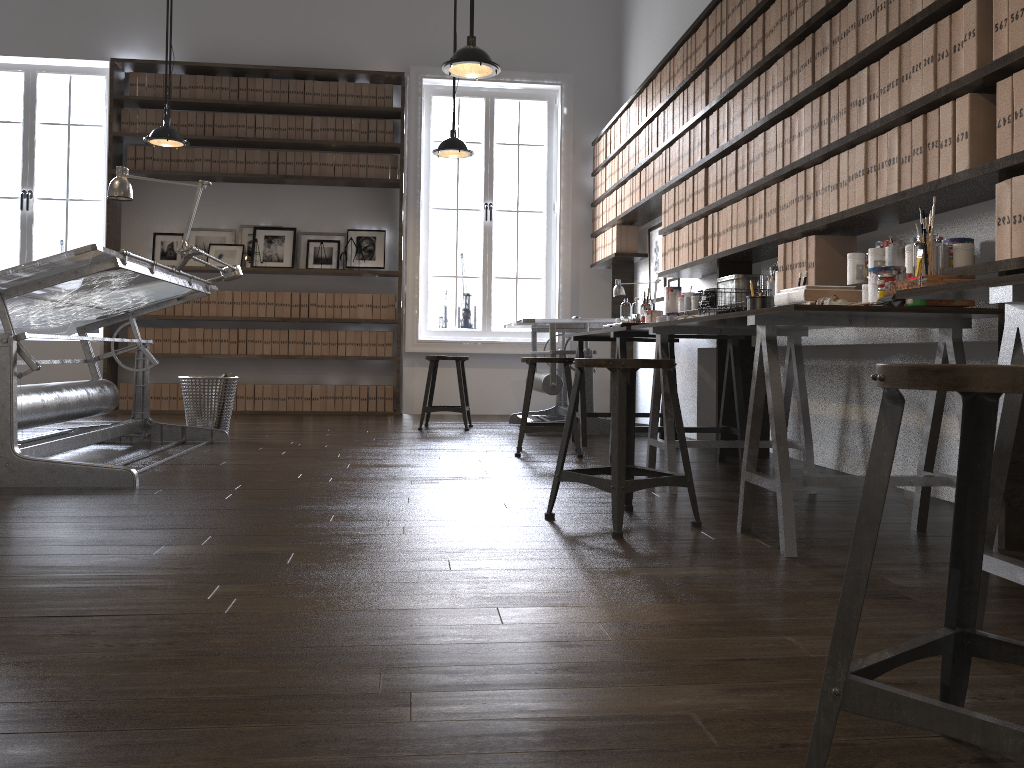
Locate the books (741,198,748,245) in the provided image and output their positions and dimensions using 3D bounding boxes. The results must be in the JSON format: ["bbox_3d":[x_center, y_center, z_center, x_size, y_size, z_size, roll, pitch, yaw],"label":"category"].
[{"bbox_3d":[1.200,-0.778,4.266,0.174,0.226,0.067,1,-1,-6],"label":"books"}]

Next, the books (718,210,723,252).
[{"bbox_3d":[1.169,-0.789,4.606,0.174,0.226,0.066,1,-1,-6],"label":"books"}]

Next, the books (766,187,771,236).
[{"bbox_3d":[1.238,-0.769,3.988,0.174,0.226,0.066,1,-1,-6],"label":"books"}]

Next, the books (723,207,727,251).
[{"bbox_3d":[1.175,-0.787,4.537,0.174,0.226,0.066,1,-1,-6],"label":"books"}]

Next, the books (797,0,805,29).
[{"bbox_3d":[1.280,-1.575,3.682,0.174,0.226,0.067,1,-1,-6],"label":"books"}]

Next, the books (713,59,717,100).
[{"bbox_3d":[1.166,-1.609,4.725,0.174,0.226,0.066,1,-1,-6],"label":"books"}]

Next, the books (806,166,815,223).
[{"bbox_3d":[1.282,-0.756,3.568,0.174,0.226,0.066,1,-1,-6],"label":"books"}]

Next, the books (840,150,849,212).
[{"bbox_3d":[1.313,-0.746,3.287,0.174,0.226,0.066,1,-1,-6],"label":"books"}]

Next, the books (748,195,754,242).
[{"bbox_3d":[1.213,-0.776,4.199,0.174,0.226,0.066,1,-1,-6],"label":"books"}]

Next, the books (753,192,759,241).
[{"bbox_3d":[1.221,-0.774,4.129,0.174,0.226,0.066,1,-1,-6],"label":"books"}]

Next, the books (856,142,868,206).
[{"bbox_3d":[1.325,-0.742,3.158,0.174,0.226,0.067,1,-1,-6],"label":"books"}]

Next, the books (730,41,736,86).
[{"bbox_3d":[1.192,-1.600,4.454,0.174,0.226,0.067,1,-1,-6],"label":"books"}]

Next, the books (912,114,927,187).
[{"bbox_3d":[1.366,-0.731,2.805,0.174,0.226,0.067,1,-1,-6],"label":"books"}]

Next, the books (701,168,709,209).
[{"bbox_3d":[1.135,-1.069,4.881,0.174,0.226,0.067,1,-1,-6],"label":"books"}]

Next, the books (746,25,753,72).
[{"bbox_3d":[1.217,-1.594,4.246,0.174,0.226,0.066,1,-1,-6],"label":"books"}]

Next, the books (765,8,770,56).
[{"bbox_3d":[1.246,-1.586,4.028,0.174,0.226,0.066,1,-1,-6],"label":"books"}]

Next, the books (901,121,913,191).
[{"bbox_3d":[1.363,-0.733,2.880,0.174,0.226,0.066,1,-1,-6],"label":"books"}]

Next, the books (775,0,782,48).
[{"bbox_3d":[1.254,-1.582,3.899,0.174,0.226,0.067,1,-1,-6],"label":"books"}]

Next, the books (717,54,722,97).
[{"bbox_3d":[1.170,-1.607,4.655,0.174,0.226,0.067,1,-1,-6],"label":"books"}]

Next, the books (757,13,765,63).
[{"bbox_3d":[1.232,-1.589,4.101,0.174,0.226,0.067,1,-1,-6],"label":"books"}]

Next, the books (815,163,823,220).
[{"bbox_3d":[1.293,-0.753,3.499,0.174,0.226,0.066,1,-1,-6],"label":"books"}]

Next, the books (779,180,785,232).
[{"bbox_3d":[1.254,-0.764,3.840,0.174,0.226,0.066,1,-1,-6],"label":"books"}]

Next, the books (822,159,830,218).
[{"bbox_3d":[1.299,-0.751,3.429,0.174,0.226,0.066,1,-1,-6],"label":"books"}]

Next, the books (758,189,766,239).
[{"bbox_3d":[1.225,-0.771,4.058,0.174,0.226,0.066,1,-1,-6],"label":"books"}]

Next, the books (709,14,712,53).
[{"bbox_3d":[1.161,-1.889,4.803,0.174,0.226,0.066,1,-1,-6],"label":"books"}]

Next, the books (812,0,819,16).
[{"bbox_3d":[1.299,-1.571,3.547,0.174,0.226,0.066,1,-1,-6],"label":"books"}]

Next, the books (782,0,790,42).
[{"bbox_3d":[1.262,-1.580,3.827,0.174,0.226,0.066,1,-1,-6],"label":"books"}]

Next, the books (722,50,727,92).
[{"bbox_3d":[1.180,-1.604,4.583,0.174,0.226,0.066,1,-1,-6],"label":"books"}]

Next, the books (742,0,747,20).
[{"bbox_3d":[1.215,-1.873,4.316,0.174,0.226,0.066,1,-1,-6],"label":"books"}]

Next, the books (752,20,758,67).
[{"bbox_3d":[1.230,-1.591,4.176,0.174,0.226,0.066,1,-1,-6],"label":"books"}]

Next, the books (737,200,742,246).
[{"bbox_3d":[1.197,-0.780,4.332,0.174,0.226,0.066,1,-1,-6],"label":"books"}]

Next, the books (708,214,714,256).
[{"bbox_3d":[1.145,-0.794,4.747,0.174,0.226,0.066,1,-1,-6],"label":"books"}]

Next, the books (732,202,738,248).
[{"bbox_3d":[1.189,-0.782,4.395,0.174,0.226,0.066,1,-1,-6],"label":"books"}]

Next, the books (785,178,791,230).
[{"bbox_3d":[1.259,-0.762,3.774,0.174,0.226,0.066,1,-1,-6],"label":"books"}]

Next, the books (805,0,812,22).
[{"bbox_3d":[1.290,-1.573,3.610,0.174,0.226,0.066,1,-1,-6],"label":"books"}]

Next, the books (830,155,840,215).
[{"bbox_3d":[1.303,-0.749,3.359,0.174,0.226,0.067,1,-1,-6],"label":"books"}]

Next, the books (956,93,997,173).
[{"bbox_3d":[1.393,-0.723,2.579,0.174,0.226,0.066,1,-1,-6],"label":"books"}]

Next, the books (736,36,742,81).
[{"bbox_3d":[1.205,-1.598,4.387,0.174,0.226,0.066,1,-1,-6],"label":"books"}]

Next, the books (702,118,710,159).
[{"bbox_3d":[1.145,-1.346,4.890,0.174,0.226,0.066,1,-1,-6],"label":"books"}]

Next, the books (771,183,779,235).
[{"bbox_3d":[1.241,-0.767,3.913,0.174,0.226,0.067,1,-1,-6],"label":"books"}]

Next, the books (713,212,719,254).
[{"bbox_3d":[1.157,-0.792,4.675,0.174,0.226,0.066,1,-1,-6],"label":"books"}]

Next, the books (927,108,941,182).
[{"bbox_3d":[1.379,-0.728,2.732,0.174,0.226,0.066,1,-1,-6],"label":"books"}]

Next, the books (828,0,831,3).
[{"bbox_3d":[1.316,-1.566,3.412,0.174,0.226,0.066,1,-1,-6],"label":"books"}]

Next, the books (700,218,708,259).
[{"bbox_3d":[1.132,-0.798,4.879,0.174,0.226,0.067,1,-1,-6],"label":"books"}]

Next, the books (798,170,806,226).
[{"bbox_3d":[1.270,-0.758,3.639,0.174,0.226,0.066,1,-1,-6],"label":"books"}]

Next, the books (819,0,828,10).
[{"bbox_3d":[1.301,-1.569,3.481,0.174,0.226,0.067,1,-1,-6],"label":"books"}]

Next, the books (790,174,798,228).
[{"bbox_3d":[1.262,-0.760,3.711,0.174,0.226,0.067,1,-1,-6],"label":"books"}]

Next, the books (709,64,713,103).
[{"bbox_3d":[1.160,-1.611,4.795,0.174,0.226,0.066,1,-1,-6],"label":"books"}]

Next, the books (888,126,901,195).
[{"bbox_3d":[1.350,-0.735,2.950,0.174,0.226,0.066,1,-1,-6],"label":"books"}]

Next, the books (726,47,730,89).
[{"bbox_3d":[1.189,-1.602,4.521,0.174,0.226,0.066,1,-1,-6],"label":"books"}]

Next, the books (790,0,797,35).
[{"bbox_3d":[1.273,-1.578,3.756,0.174,0.226,0.066,1,-1,-6],"label":"books"}]

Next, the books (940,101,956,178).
[{"bbox_3d":[1.383,-0.726,2.657,0.174,0.226,0.067,1,-1,-6],"label":"books"}]

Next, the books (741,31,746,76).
[{"bbox_3d":[1.213,-1.596,4.317,0.174,0.226,0.066,1,-1,-6],"label":"books"}]

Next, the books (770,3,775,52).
[{"bbox_3d":[1.251,-1.584,3.963,0.174,0.226,0.066,1,-1,-6],"label":"books"}]

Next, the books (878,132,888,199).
[{"bbox_3d":[1.346,-0.738,3.021,0.174,0.226,0.066,1,-1,-6],"label":"books"}]

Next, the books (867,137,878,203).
[{"bbox_3d":[1.338,-0.740,3.092,0.174,0.226,0.066,1,-1,-6],"label":"books"}]

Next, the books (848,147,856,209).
[{"bbox_3d":[1.322,-0.744,3.225,0.174,0.226,0.066,1,-1,-6],"label":"books"}]

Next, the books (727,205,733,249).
[{"bbox_3d":[1.178,-0.785,4.467,0.174,0.226,0.067,1,-1,-6],"label":"books"}]

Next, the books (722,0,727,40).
[{"bbox_3d":[1.183,-1.882,4.596,0.174,0.226,0.066,1,-1,-6],"label":"books"}]
